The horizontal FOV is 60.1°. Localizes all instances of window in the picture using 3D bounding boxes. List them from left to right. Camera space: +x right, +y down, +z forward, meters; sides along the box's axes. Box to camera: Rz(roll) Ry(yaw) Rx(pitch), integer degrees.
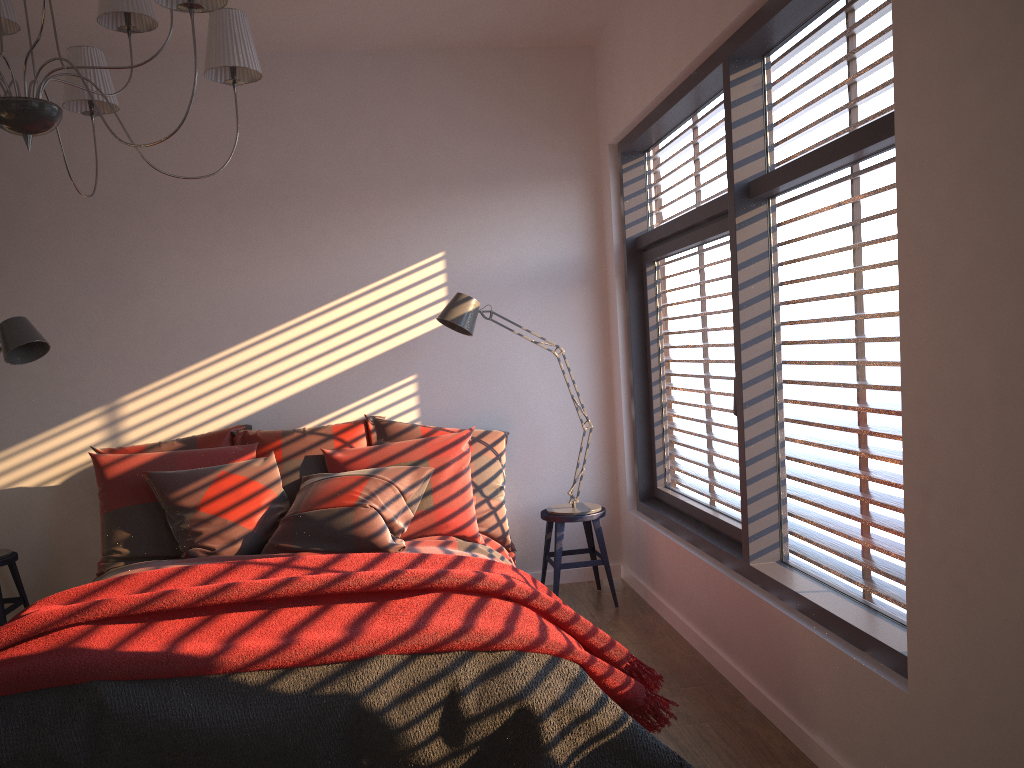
[{"bbox_3d":[0.874,-0.251,3.416,0.170,1.948,2.628,-4,3,-8],"label":"window"}]

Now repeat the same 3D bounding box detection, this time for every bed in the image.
[{"bbox_3d":[-0.868,0.861,3.554,2.035,0.773,2.306,-4,3,-8],"label":"bed"}]

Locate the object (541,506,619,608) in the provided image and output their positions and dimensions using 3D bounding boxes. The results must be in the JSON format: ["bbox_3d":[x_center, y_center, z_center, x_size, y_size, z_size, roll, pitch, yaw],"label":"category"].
[{"bbox_3d":[0.326,0.886,4.554,0.338,0.482,0.341,-4,4,-9],"label":"object"}]

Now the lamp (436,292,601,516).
[{"bbox_3d":[0.036,0.102,4.407,0.787,1.132,0.278,-5,5,-15],"label":"lamp"}]

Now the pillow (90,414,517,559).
[{"bbox_3d":[-0.960,0.555,4.133,2.140,0.737,1.140,-4,3,-9],"label":"pillow"}]

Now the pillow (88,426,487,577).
[{"bbox_3d":[-1.046,0.532,4.154,1.813,0.554,0.526,-4,4,-6],"label":"pillow"}]

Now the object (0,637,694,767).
[{"bbox_3d":[-0.747,0.982,2.769,2.505,0.570,1.118,-4,3,-7],"label":"object"}]

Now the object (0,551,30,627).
[{"bbox_3d":[-2.564,1.086,4.308,0.338,0.482,0.340,-4,4,-7],"label":"object"}]

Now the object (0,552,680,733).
[{"bbox_3d":[-0.804,0.950,2.902,2.643,0.663,0.680,-4,4,-6],"label":"object"}]

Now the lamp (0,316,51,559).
[{"bbox_3d":[-2.405,0.275,4.100,0.788,1.132,0.278,-1,6,33],"label":"lamp"}]

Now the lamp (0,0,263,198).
[{"bbox_3d":[-1.230,-1.072,2.150,1.100,1.084,1.242,-4,4,-7],"label":"lamp"}]
